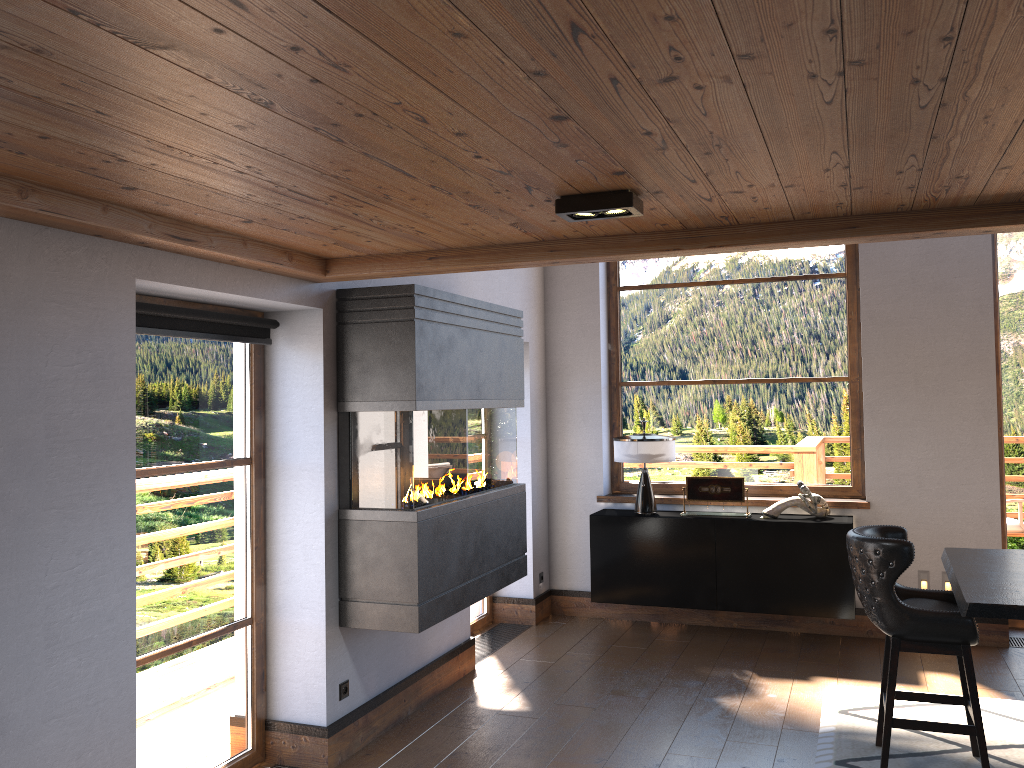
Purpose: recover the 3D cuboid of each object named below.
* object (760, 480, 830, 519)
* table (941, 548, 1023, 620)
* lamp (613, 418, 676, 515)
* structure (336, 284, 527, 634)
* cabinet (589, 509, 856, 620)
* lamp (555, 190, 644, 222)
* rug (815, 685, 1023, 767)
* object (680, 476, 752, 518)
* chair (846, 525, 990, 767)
[{"bbox_3d":[2.020,0.827,6.339,0.502,0.262,0.179,-1,-2,-11],"label":"object"},{"bbox_3d":[3.739,1.270,3.359,3.766,0.950,1.440,-1,-1,20],"label":"table"},{"bbox_3d":[1.003,0.617,6.695,0.465,0.726,0.475,-2,-2,30],"label":"lamp"},{"bbox_3d":[-0.385,0.362,4.941,0.429,1.650,1.455,-2,-2,21],"label":"structure"},{"bbox_3d":[1.525,1.296,6.522,1.852,0.655,0.405,-1,-2,20],"label":"cabinet"},{"bbox_3d":[0.286,-0.586,2.898,0.259,0.068,0.156,-1,-1,21],"label":"lamp"},{"bbox_3d":[4.024,1.717,3.176,5.587,0.047,2.571,-1,-1,20],"label":"rug"},{"bbox_3d":[1.490,0.824,6.497,0.496,0.288,0.151,-1,-2,21],"label":"object"},{"bbox_3d":[1.838,1.223,4.040,0.564,1.092,0.508,-2,-2,20],"label":"chair"}]
